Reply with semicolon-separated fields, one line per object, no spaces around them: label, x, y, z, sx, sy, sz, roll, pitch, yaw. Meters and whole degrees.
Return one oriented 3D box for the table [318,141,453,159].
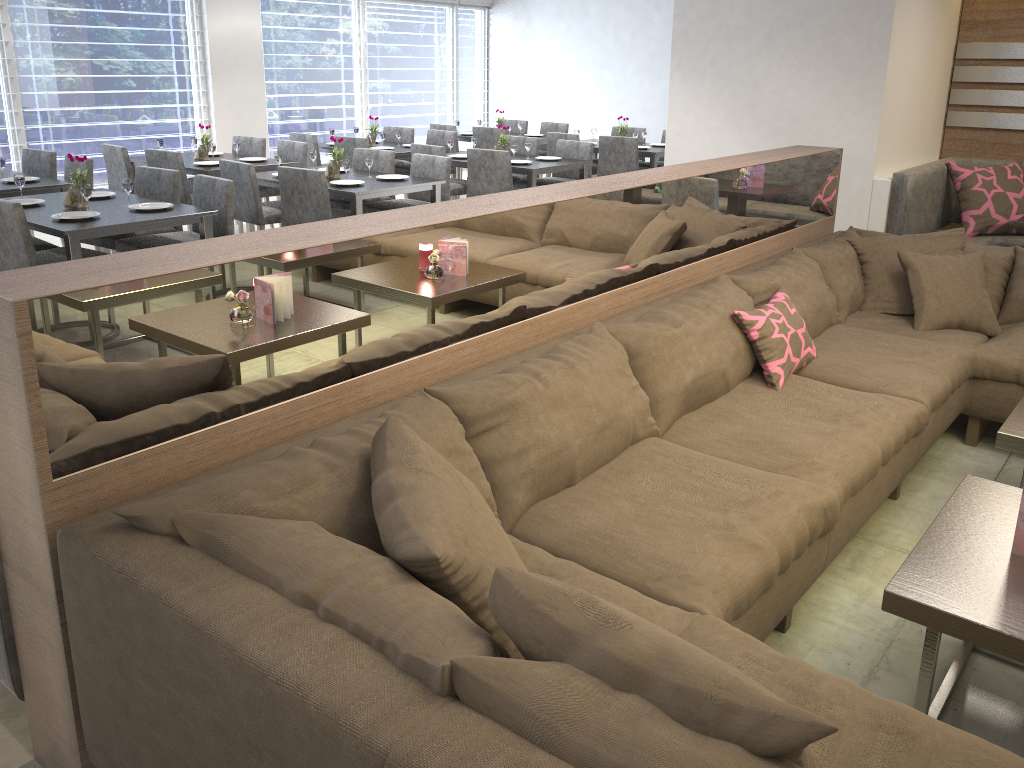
table;-1.245;-1.868;8.126;1.200;0.621;0.787;16;24;36

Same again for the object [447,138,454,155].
object;-0.503;-1.942;7.252;0.053;0.136;0.054;0;17;-3

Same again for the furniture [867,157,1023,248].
furniture;3.566;0.152;2.445;5.701;0.835;4.313;16;25;36

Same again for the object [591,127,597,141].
object;0.815;-2.494;8.822;0.053;0.136;0.054;0;17;-3

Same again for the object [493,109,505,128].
object;-0.134;-2.761;9.323;0.156;0.270;0.105;13;21;35

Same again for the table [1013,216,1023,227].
table;2.847;-0.510;4.523;0.510;0.641;0.512;15;22;37

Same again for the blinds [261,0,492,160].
blinds;-1.446;-3.582;10.559;0.045;1.999;3.699;13;23;36

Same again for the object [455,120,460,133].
object;-0.591;-2.778;9.549;0.053;0.136;0.054;0;17;-3

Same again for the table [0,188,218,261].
table;-2.208;-0.620;4.660;1.200;0.621;0.787;16;24;36

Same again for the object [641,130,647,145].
object;1.264;-2.361;8.474;0.053;0.136;0.054;0;17;-3

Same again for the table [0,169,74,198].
table;-3.388;-0.970;5.575;1.200;0.621;0.787;16;24;36

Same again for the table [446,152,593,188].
table;-0.066;-1.518;7.211;1.200;0.621;0.787;16;24;36

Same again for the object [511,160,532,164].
object;0.049;-1.704;6.796;0.217;0.015;0.221;8;21;18

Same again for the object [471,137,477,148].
object;-0.320;-2.019;7.471;0.053;0.136;0.054;0;17;-3

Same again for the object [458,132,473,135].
object;-0.464;-2.658;9.398;0.217;0.015;0.221;7;21;16

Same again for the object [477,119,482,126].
object;-0.360;-2.843;9.734;0.053;0.136;0.054;0;17;-3

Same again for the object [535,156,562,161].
object;0.292;-1.805;7.085;0.217;0.015;0.221;8;21;18

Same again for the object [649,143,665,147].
object;1.413;-2.275;8.419;0.218;0.015;0.220;-13;24;-33

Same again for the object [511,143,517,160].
object;0.015;-1.811;6.914;0.053;0.136;0.054;0;17;-3

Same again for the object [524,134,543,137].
object;0.234;-2.625;9.334;0.217;0.015;0.222;1;20;1

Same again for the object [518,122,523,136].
object;0.088;-2.710;9.386;0.053;0.136;0.054;0;17;-3

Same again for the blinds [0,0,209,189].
blinds;-5.236;-1.994;6.047;0.045;1.998;7.192;13;23;36

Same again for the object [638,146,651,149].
object;1.170;-2.173;8.130;0.217;0.015;0.221;8;21;18

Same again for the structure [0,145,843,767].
structure;0.303;-0.181;3.017;0.226;0.986;3.824;13;23;36

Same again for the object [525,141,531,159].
object;0.129;-1.886;7.123;0.053;0.136;0.054;0;17;-3

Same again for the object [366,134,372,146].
object;-1.309;-2.222;8.048;0.070;0.098;0.207;3;19;8

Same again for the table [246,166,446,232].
table;-1.143;-1.067;5.929;1.200;0.621;0.787;16;24;36

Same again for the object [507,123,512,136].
object;-0.026;-2.635;9.177;0.053;0.136;0.054;0;17;-3

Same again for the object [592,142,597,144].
object;0.716;-2.308;8.483;0.217;0.015;0.221;8;21;18

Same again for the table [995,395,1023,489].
table;1.809;0.315;2.563;0.664;0.403;0.666;15;24;36

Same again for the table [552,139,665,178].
table;1.055;-1.988;8.545;1.200;0.621;0.787;16;24;36

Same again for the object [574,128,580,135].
object;0.631;-2.417;8.603;0.053;0.136;0.054;0;17;-3

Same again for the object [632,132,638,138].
object;1.150;-2.287;8.265;0.053;0.136;0.054;0;17;-3

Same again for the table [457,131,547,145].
table;-0.124;-2.337;9.460;1.200;0.621;0.787;16;24;36

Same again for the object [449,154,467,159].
object;-0.405;-1.838;7.149;0.217;0.015;0.221;8;21;18

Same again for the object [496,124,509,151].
object;-0.076;-1.942;7.073;0.156;0.270;0.105;13;21;35

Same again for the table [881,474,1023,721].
table;1.178;0.579;1.812;0.664;0.403;0.666;15;24;36

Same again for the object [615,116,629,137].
object;1.045;-2.412;8.408;0.156;0.270;0.105;13;21;35

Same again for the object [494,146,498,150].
object;-0.130;-1.873;7.133;0.070;0.098;0.207;3;19;8

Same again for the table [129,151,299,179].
table;-2.322;-1.416;6.844;1.200;0.621;0.787;16;24;36
